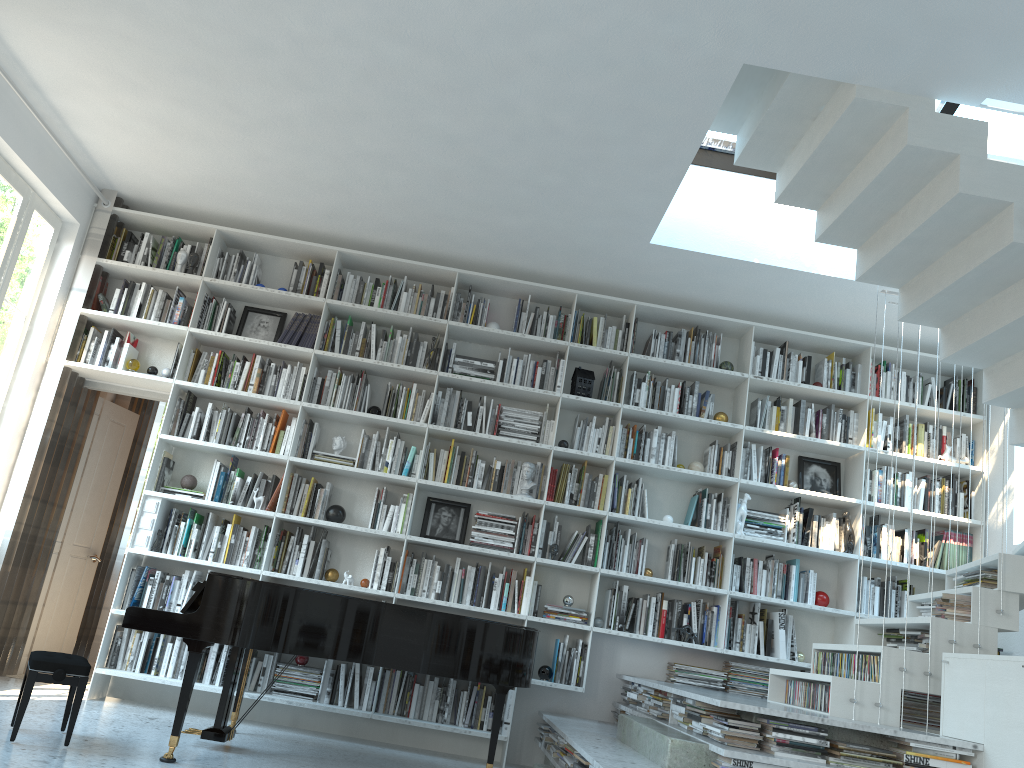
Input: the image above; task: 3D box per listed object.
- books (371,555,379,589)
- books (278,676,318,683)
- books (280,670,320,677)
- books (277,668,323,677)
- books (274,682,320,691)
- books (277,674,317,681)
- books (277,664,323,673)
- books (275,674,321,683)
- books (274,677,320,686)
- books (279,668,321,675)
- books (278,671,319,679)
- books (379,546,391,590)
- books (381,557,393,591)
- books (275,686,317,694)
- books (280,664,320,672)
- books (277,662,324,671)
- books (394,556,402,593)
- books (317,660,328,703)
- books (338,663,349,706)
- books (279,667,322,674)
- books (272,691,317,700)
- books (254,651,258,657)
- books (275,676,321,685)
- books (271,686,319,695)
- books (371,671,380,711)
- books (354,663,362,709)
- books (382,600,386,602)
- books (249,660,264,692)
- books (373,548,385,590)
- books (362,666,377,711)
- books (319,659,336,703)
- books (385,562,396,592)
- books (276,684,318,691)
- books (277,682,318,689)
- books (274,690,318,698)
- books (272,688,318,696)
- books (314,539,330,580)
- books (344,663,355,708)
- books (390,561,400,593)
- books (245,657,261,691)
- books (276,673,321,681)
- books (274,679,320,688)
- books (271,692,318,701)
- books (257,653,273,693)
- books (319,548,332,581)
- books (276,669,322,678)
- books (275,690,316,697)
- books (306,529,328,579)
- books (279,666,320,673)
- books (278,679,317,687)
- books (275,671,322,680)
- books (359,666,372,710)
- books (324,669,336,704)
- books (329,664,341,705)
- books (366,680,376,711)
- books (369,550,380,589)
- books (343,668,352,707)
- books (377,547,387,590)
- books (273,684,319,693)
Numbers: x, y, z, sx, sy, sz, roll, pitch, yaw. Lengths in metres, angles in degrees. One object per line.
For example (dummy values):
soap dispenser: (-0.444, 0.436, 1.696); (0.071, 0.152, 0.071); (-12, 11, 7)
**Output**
books: (-0.887, 1.232, 5.786); (0.015, 0.225, 0.148); (10, -15, -1)
books: (-1.341, 1.856, 5.583); (0.254, 0.005, 0.161); (10, -16, -1)
books: (-1.331, 1.818, 5.585); (0.254, 0.005, 0.161); (9, -16, 2)
books: (-1.331, 1.814, 5.588); (0.285, 0.005, 0.160); (11, -16, -4)
books: (-1.344, 1.892, 5.564); (0.285, 0.007, 0.160); (11, -16, -5)
books: (-1.339, 1.845, 5.584); (0.254, 0.005, 0.161); (10, -16, -2)
books: (-1.328, 1.795, 5.601); (0.285, 0.005, 0.160); (10, -16, -1)
books: (-1.340, 1.850, 5.581); (0.285, 0.005, 0.160); (11, -16, -3)
books: (-1.340, 1.868, 5.578); (0.285, 0.007, 0.160); (10, -16, 0)
books: (-1.329, 1.807, 5.586); (0.254, 0.005, 0.161); (11, -16, -6)
books: (-1.337, 1.830, 5.590); (0.254, 0.005, 0.161); (10, -16, -1)
books: (-0.831, 1.207, 5.788); (0.014, 0.290, 0.132); (10, -15, -1)
books: (-0.815, 1.242, 5.771); (0.029, 0.220, 0.153); (10, -15, -1)
books: (-1.347, 1.913, 5.559); (0.254, 0.007, 0.161); (11, -16, -5)
books: (-1.327, 1.789, 5.600); (0.254, 0.005, 0.161); (10, -16, 0)
books: (-1.325, 1.781, 5.592); (0.285, 0.005, 0.160); (9, -16, 3)
books: (-0.738, 1.254, 5.808); (0.019, 0.241, 0.108); (10, -15, -1)
books: (-1.183, 1.865, 5.574); (0.012, 0.253, 0.161); (10, -15, -1)
books: (-1.060, 1.889, 5.581); (0.062, 0.252, 0.178); (10, -15, -1)
books: (-1.329, 1.805, 5.598); (0.254, 0.005, 0.161); (10, -16, -1)
books: (-1.355, 1.945, 5.550); (0.254, 0.007, 0.161); (9, -16, 2)
books: (-1.645, 1.801, 5.579); (0.012, 0.230, 0.138); (10, -15, -1)
books: (-1.339, 1.862, 5.582); (0.285, 0.007, 0.160); (10, -16, -1)
books: (-1.348, 1.918, 5.554); (0.285, 0.007, 0.160); (9, -16, 3)
books: (-0.855, 1.938, 5.605); (0.021, 0.237, 0.116); (10, -15, -1)
books: (-0.969, 1.895, 5.589); (0.073, 0.275, 0.181); (10, -15, -1)
books: (-0.849, 1.551, 5.685); (0.013, 0.319, 0.174); (10, -15, -1)
books: (-1.592, 1.830, 5.564); (0.053, 0.183, 0.148); (10, -16, -1)
books: (-0.862, 1.210, 5.775); (0.027, 0.268, 0.159); (10, -15, -1)
books: (-0.896, 1.910, 5.572); (0.024, 0.259, 0.190); (10, -16, -1)
books: (-1.161, 1.868, 5.591); (0.031, 0.265, 0.145); (10, -15, -1)
books: (-0.789, 1.265, 5.788); (0.031, 0.194, 0.142); (10, -16, -1)
books: (-1.345, 1.899, 5.563); (0.254, 0.007, 0.161); (11, -16, -5)
books: (-1.344, 1.888, 5.572); (0.254, 0.007, 0.161); (10, -16, 0)
books: (-1.354, 1.940, 5.560); (0.254, 0.007, 0.161); (10, -16, -1)
books: (-1.351, 1.925, 5.555); (0.285, 0.007, 0.160); (11, -16, -5)
books: (-1.233, 1.147, 5.760); (0.027, 0.260, 0.164); (10, -15, -1)
books: (-1.010, 1.884, 5.575); (0.012, 0.274, 0.180); (10, -15, -1)
books: (-0.761, 1.263, 5.777); (0.024, 0.200, 0.159); (10, -16, -1)
books: (-1.629, 1.818, 5.572); (0.025, 0.197, 0.160); (10, -16, -1)
books: (-1.338, 1.840, 5.586); (0.285, 0.005, 0.160); (10, -16, 0)
books: (-1.342, 1.879, 5.565); (0.285, 0.007, 0.160); (11, -16, -6)
books: (-1.356, 1.954, 5.557); (0.285, 0.007, 0.160); (10, -16, -1)
books: (-1.550, 1.813, 5.568); (0.023, 0.231, 0.164); (10, -15, -1)
books: (-1.214, 1.178, 5.769); (0.023, 0.211, 0.160); (10, -16, -1)
books: (-1.335, 1.823, 5.583); (0.285, 0.005, 0.160); (11, -16, -5)
books: (-1.353, 1.933, 5.560); (0.254, 0.007, 0.161); (10, -16, 0)
books: (-1.266, 1.109, 5.770); (0.050, 0.327, 0.167); (10, -15, -1)
books: (-1.328, 1.800, 5.599); (0.254, 0.005, 0.161); (10, -16, -1)
books: (-1.341, 1.875, 5.576); (0.254, 0.007, 0.161); (10, -16, 0)
books: (-1.337, 1.835, 5.587); (0.285, 0.005, 0.160); (10, -16, -2)
books: (-0.922, 1.915, 5.601); (0.025, 0.258, 0.133); (10, -15, -1)
books: (-1.136, 1.900, 5.572); (0.029, 0.201, 0.178); (10, -16, -1)
books: (-1.105, 1.891, 5.589); (0.028, 0.237, 0.136); (10, -15, -1)
books: (-0.880, 1.957, 5.578); (0.024, 0.179, 0.172); (10, -16, -1)
books: (-0.898, 1.214, 5.782); (0.012, 0.253, 0.161); (10, -15, -1)
books: (-1.026, 1.904, 5.577); (0.011, 0.231, 0.174); (10, -16, -1)
books: (-0.844, 1.213, 5.790); (0.010, 0.276, 0.156); (10, -15, -1)
books: (-1.346, 1.907, 5.565); (0.285, 0.007, 0.160); (9, -16, 0)
